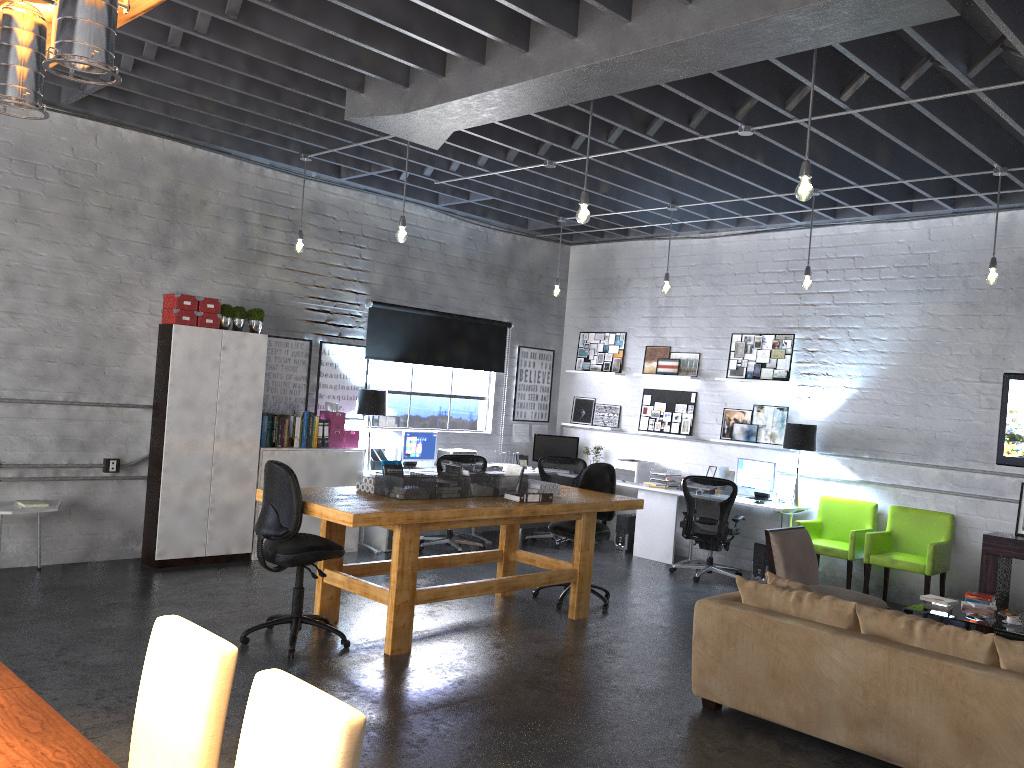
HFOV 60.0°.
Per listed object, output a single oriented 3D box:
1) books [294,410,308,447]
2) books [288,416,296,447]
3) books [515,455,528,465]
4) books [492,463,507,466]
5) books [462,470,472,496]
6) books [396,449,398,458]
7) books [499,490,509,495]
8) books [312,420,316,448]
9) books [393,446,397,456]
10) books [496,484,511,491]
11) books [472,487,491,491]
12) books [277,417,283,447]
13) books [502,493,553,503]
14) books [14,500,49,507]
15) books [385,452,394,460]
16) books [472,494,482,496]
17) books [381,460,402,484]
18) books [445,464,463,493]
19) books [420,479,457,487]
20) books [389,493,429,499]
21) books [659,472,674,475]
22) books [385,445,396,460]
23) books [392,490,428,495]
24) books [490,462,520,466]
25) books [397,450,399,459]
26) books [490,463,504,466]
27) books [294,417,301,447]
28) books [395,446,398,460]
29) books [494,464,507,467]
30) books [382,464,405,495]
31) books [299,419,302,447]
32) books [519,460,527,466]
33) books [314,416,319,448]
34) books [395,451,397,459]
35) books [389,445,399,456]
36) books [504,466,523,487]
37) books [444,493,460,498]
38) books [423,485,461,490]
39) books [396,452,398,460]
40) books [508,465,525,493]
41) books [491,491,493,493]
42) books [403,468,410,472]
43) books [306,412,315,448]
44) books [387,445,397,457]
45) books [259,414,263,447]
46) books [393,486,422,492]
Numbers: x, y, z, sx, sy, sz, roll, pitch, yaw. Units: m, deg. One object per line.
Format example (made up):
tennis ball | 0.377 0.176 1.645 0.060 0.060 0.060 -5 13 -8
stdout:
books | -2.037 0.428 8.508 0.175 0.346 0.053 5 0 45
books | -2.127 0.446 8.415 0.170 0.293 0.057 5 0 45
books | 0.121 0.936 10.877 0.184 0.121 0.017 5 0 -30
books | -0.084 0.963 10.624 0.297 0.006 0.210 4 -1 44
books | -0.353 0.717 6.462 0.142 0.188 0.061 5 0 45
books | -1.286 0.784 9.452 0.172 0.243 0.026 5 0 45
books | -0.114 0.809 6.732 0.184 0.031 0.249 5 -1 -43
books | -1.960 0.475 8.580 0.160 0.266 0.026 5 0 45
books | -1.298 0.782 9.438 0.173 0.243 0.026 5 0 45
books | -0.122 0.782 6.733 0.233 0.022 0.184 4 -1 43
books | -0.282 0.765 6.579 0.248 0.021 0.177 4 -1 44
books | -2.220 0.447 8.328 0.167 0.275 0.037 5 0 45
books | 0.107 0.815 6.477 0.299 0.067 0.244 5 -1 -36
books | -3.752 0.932 6.925 0.248 0.021 0.177 4 -1 44
books | -1.301 0.815 9.400 0.134 0.176 0.020 5 0 45
books | -0.286 0.805 6.579 0.177 0.021 0.248 5 -1 -45
books | -0.829 0.653 6.194 0.108 0.234 0.166 5 0 45
books | -0.421 0.698 6.489 0.157 0.214 0.063 5 0 45
books | -0.523 0.706 6.337 0.232 0.027 0.185 4 -1 17
books | -0.703 0.764 6.077 0.155 0.029 0.226 4 -1 45
books | 1.757 1.017 10.087 0.134 0.008 0.203 4 -1 28
books | -1.302 0.782 9.436 0.172 0.243 0.026 5 0 45
books | -0.698 0.739 6.075 0.203 0.021 0.141 5 -1 -44
books | -0.080 0.958 10.627 0.210 0.006 0.297 5 -1 -45
books | -1.276 0.784 9.462 0.172 0.243 0.026 5 0 45
books | -0.084 0.968 10.623 0.210 0.006 0.297 5 -1 -43
books | -2.089 0.453 8.449 0.174 0.286 0.045 5 0 45
books | -1.288 0.782 9.448 0.177 0.246 0.026 5 0 45
books | -0.085 0.974 10.624 0.297 0.006 0.210 4 -1 45
books | -0.816 0.665 6.160 0.097 0.209 0.158 5 0 45
books | -2.069 0.465 8.479 0.160 0.266 0.027 5 0 45
books | 0.137 0.969 10.864 0.102 0.076 0.037 5 0 -30
books | -1.937 0.460 8.596 0.159 0.298 0.026 5 0 45
books | -1.294 0.781 9.447 0.175 0.244 0.026 5 0 45
books | -1.279 0.782 9.458 0.179 0.247 0.026 5 0 45
books | -0.009 0.741 6.837 0.158 0.200 0.082 5 0 45
books | -0.521 0.780 6.333 0.250 0.031 0.185 4 -1 42
books | -0.515 0.732 6.332 0.205 0.022 0.250 5 -1 -40
books | -1.283 0.784 9.455 0.172 0.243 0.026 5 0 45
books | 0.015 0.737 6.857 0.171 0.210 0.046 5 0 45
books | -0.284 0.785 6.579 0.248 0.021 0.177 4 -1 44
books | -1.159 0.887 9.187 0.171 0.010 0.212 5 -1 -19
books | -1.997 0.435 8.554 0.197 0.339 0.065 5 0 45
books | -1.297 0.781 9.444 0.175 0.244 0.026 5 0 45
books | -2.364 0.421 8.176 0.182 0.302 0.034 5 0 45
books | -0.703 0.717 6.074 0.127 0.022 0.181 4 -1 40
